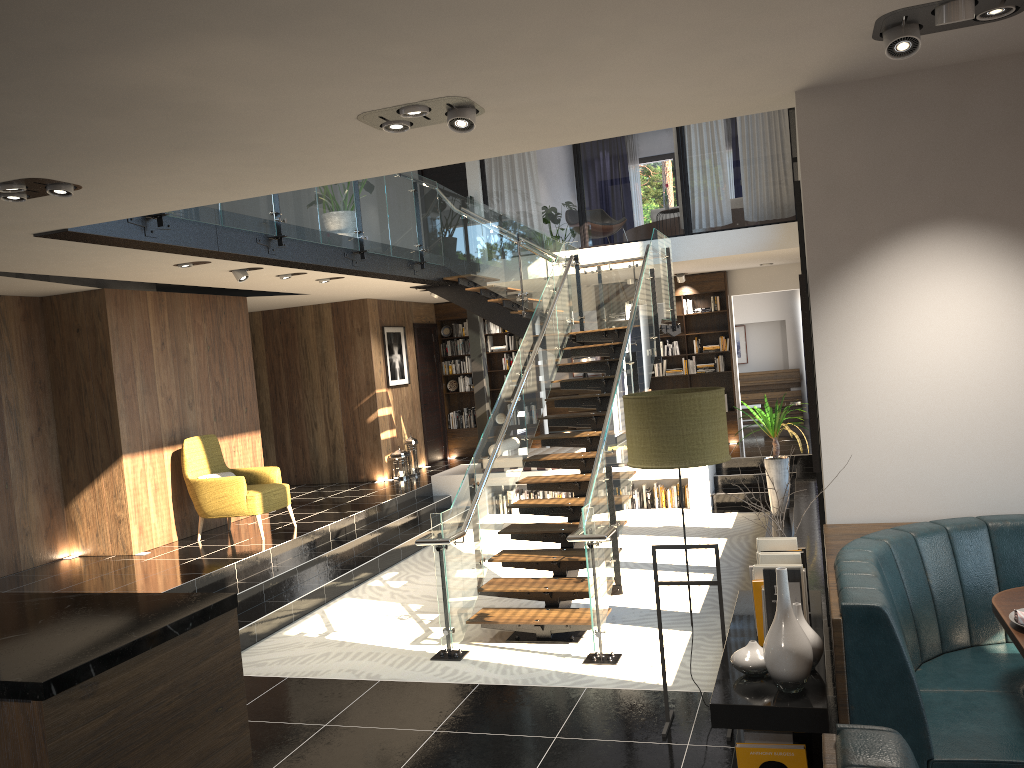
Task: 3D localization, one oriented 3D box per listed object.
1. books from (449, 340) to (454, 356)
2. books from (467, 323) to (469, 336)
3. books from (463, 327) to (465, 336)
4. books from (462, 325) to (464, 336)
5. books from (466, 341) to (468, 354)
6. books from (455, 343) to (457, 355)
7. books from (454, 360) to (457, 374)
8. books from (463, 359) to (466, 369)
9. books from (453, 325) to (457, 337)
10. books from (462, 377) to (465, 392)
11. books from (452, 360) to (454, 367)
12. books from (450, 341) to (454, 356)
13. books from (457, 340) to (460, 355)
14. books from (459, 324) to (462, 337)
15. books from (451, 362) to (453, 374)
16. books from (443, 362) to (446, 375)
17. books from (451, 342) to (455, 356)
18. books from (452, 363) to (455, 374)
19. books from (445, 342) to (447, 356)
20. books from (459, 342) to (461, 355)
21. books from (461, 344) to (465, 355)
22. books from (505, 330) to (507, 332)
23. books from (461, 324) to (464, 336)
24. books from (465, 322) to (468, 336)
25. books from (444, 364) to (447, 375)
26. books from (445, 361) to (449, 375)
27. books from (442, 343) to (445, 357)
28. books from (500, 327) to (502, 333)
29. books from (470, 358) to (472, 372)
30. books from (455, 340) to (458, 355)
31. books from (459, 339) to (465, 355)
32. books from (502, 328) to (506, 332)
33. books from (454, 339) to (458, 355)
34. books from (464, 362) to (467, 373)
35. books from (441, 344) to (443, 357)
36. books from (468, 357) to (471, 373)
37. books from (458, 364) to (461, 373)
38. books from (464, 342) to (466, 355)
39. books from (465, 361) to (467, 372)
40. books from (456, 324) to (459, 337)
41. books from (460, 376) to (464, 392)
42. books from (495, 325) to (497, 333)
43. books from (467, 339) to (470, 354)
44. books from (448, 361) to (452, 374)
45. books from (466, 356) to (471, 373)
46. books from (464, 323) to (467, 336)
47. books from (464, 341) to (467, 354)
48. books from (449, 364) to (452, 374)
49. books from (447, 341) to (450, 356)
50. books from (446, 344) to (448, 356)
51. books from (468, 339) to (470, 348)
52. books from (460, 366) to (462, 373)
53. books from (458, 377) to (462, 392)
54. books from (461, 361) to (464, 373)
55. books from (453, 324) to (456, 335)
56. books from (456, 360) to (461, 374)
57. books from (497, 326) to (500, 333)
[{"bbox_3d":[-1.039,-0.621,15.346,0.022,0.267,0.197,-4,2,19],"label":"books"},{"bbox_3d":[-0.722,-0.966,15.205,0.012,0.278,0.227,-4,2,19],"label":"books"},{"bbox_3d":[-0.790,-0.900,15.265,0.035,0.156,0.186,-4,2,19],"label":"books"},{"bbox_3d":[-0.813,-0.923,15.300,0.025,0.203,0.156,-4,2,19],"label":"books"},{"bbox_3d":[-0.752,-0.632,15.270,0.024,0.243,0.144,-4,2,19],"label":"books"},{"bbox_3d":[-0.939,-0.624,15.326,0.018,0.256,0.172,-4,2,19],"label":"books"},{"bbox_3d":[-0.943,-0.298,15.364,0.036,0.235,0.169,-4,2,19],"label":"books"},{"bbox_3d":[-0.805,-0.313,15.309,0.020,0.244,0.154,-4,2,19],"label":"books"},{"bbox_3d":[-0.966,-0.916,15.292,0.024,0.216,0.210,-4,2,19],"label":"books"},{"bbox_3d":[-0.812,0.006,15.341,0.032,0.245,0.120,-4,2,19],"label":"books"},{"bbox_3d":[-0.998,-0.294,15.397,0.019,0.236,0.139,-4,2,18],"label":"books"},{"bbox_3d":[-1.014,-0.620,15.343,0.027,0.261,0.180,-4,2,19],"label":"books"},{"bbox_3d":[-0.894,-0.627,15.319,0.032,0.255,0.159,-4,2,19],"label":"books"},{"bbox_3d":[-0.873,-0.924,15.295,0.059,0.216,0.159,-4,2,18],"label":"books"},{"bbox_3d":[-1.013,-0.279,15.410,0.018,0.208,0.126,-4,2,18],"label":"books"},{"bbox_3d":[-1.156,-0.276,15.444,0.030,0.224,0.165,-4,2,19],"label":"books"},{"bbox_3d":[-0.988,-0.613,15.314,0.039,0.243,0.179,-4,2,18],"label":"books"},{"bbox_3d":[-0.979,-0.267,15.363,0.035,0.181,0.164,-4,2,19],"label":"books"},{"bbox_3d":[-1.126,-0.609,15.408,0.066,0.255,0.127,-4,2,18],"label":"books"},{"bbox_3d":[-0.868,-0.612,15.308,0.024,0.220,0.123,-4,2,19],"label":"books"},{"bbox_3d":[-0.821,-0.599,15.265,0.025,0.188,0.181,-4,2,19],"label":"books"},{"bbox_3d":[-0.080,-1.003,15.051,0.064,0.247,0.209,-4,2,19],"label":"books"},{"bbox_3d":[-0.837,-0.925,15.290,0.014,0.212,0.184,-4,2,19],"label":"books"},{"bbox_3d":[-0.738,-0.946,15.212,0.025,0.239,0.220,-4,2,19],"label":"books"},{"bbox_3d":[-1.121,-0.262,15.427,0.045,0.192,0.164,-4,2,19],"label":"books"},{"bbox_3d":[-1.100,-0.284,15.388,0.022,0.235,0.194,-4,2,19],"label":"books"},{"bbox_3d":[-1.173,-0.593,15.404,0.023,0.231,0.143,-4,2,19],"label":"books"},{"bbox_3d":[-0.171,-0.984,15.085,0.042,0.223,0.163,-4,2,19],"label":"books"},{"bbox_3d":[-0.677,-0.324,15.279,0.023,0.245,0.133,-4,2,19],"label":"books"},{"bbox_3d":[-0.927,-0.628,15.302,0.019,0.264,0.174,-4,2,19],"label":"books"},{"bbox_3d":[-0.848,-0.639,15.284,0.033,0.273,0.189,-4,2,19],"label":"books"},{"bbox_3d":[-0.134,-1.026,15.023,0.015,0.303,0.251,-4,2,19],"label":"books"},{"bbox_3d":[-0.955,-0.638,15.333,0.015,0.288,0.154,-4,2,19],"label":"books"},{"bbox_3d":[-0.786,-0.289,15.292,0.025,0.194,0.172,-4,2,19],"label":"books"},{"bbox_3d":[-1.188,-0.584,15.429,0.023,0.215,0.147,-4,2,19],"label":"books"},{"bbox_3d":[-0.706,-0.329,15.265,0.021,0.260,0.197,-4,2,19],"label":"books"},{"bbox_3d":[-0.889,-0.268,15.340,0.026,0.167,0.173,-4,2,19],"label":"books"},{"bbox_3d":[-0.787,-0.628,15.290,0.028,0.240,0.148,-4,2,19],"label":"books"},{"bbox_3d":[-0.754,-0.302,15.306,0.027,0.214,0.159,-4,2,19],"label":"books"},{"bbox_3d":[-0.916,-0.924,15.302,0.026,0.222,0.202,-4,2,19],"label":"books"},{"bbox_3d":[-0.845,-0.006,15.324,0.018,0.275,0.143,-4,2,18],"label":"books"},{"bbox_3d":[-0.239,-0.952,15.099,0.034,0.171,0.158,-4,2,19],"label":"books"},{"bbox_3d":[-0.728,-0.644,15.266,0.025,0.263,0.147,-4,2,19],"label":"books"},{"bbox_3d":[-1.067,-0.287,15.426,0.018,0.232,0.123,-4,2,19],"label":"books"},{"bbox_3d":[-0.744,-0.338,15.274,0.018,0.284,0.197,-4,2,19],"label":"books"},{"bbox_3d":[-0.764,-0.939,15.235,0.039,0.230,0.205,-4,2,19],"label":"books"},{"bbox_3d":[-0.771,-0.624,15.272,0.014,0.230,0.172,-4,2,19],"label":"books"},{"bbox_3d":[-1.044,-0.257,15.400,0.037,0.169,0.148,-4,2,19],"label":"books"},{"bbox_3d":[-1.064,-0.613,15.359,0.035,0.255,0.183,-4,2,19],"label":"books"},{"bbox_3d":[-1.089,-0.586,15.370,0.025,0.204,0.192,-4,2,19],"label":"books"},{"bbox_3d":[-0.699,-0.649,15.257,0.035,0.267,0.133,-4,2,19],"label":"books"},{"bbox_3d":[-0.851,-0.296,15.334,0.053,0.216,0.151,-4,2,18],"label":"books"},{"bbox_3d":[-0.869,0.005,15.322,0.026,0.258,0.192,-4,2,19],"label":"books"},{"bbox_3d":[-0.829,-0.291,15.290,0.016,0.206,0.204,-4,2,19],"label":"books"},{"bbox_3d":[-0.974,-0.925,15.333,0.017,0.234,0.199,-4,2,19],"label":"books"},{"bbox_3d":[-0.920,-0.300,15.335,0.026,0.237,0.164,-4,2,19],"label":"books"},{"bbox_3d":[-0.211,-0.975,15.082,0.034,0.212,0.205,-4,2,19],"label":"books"}]
